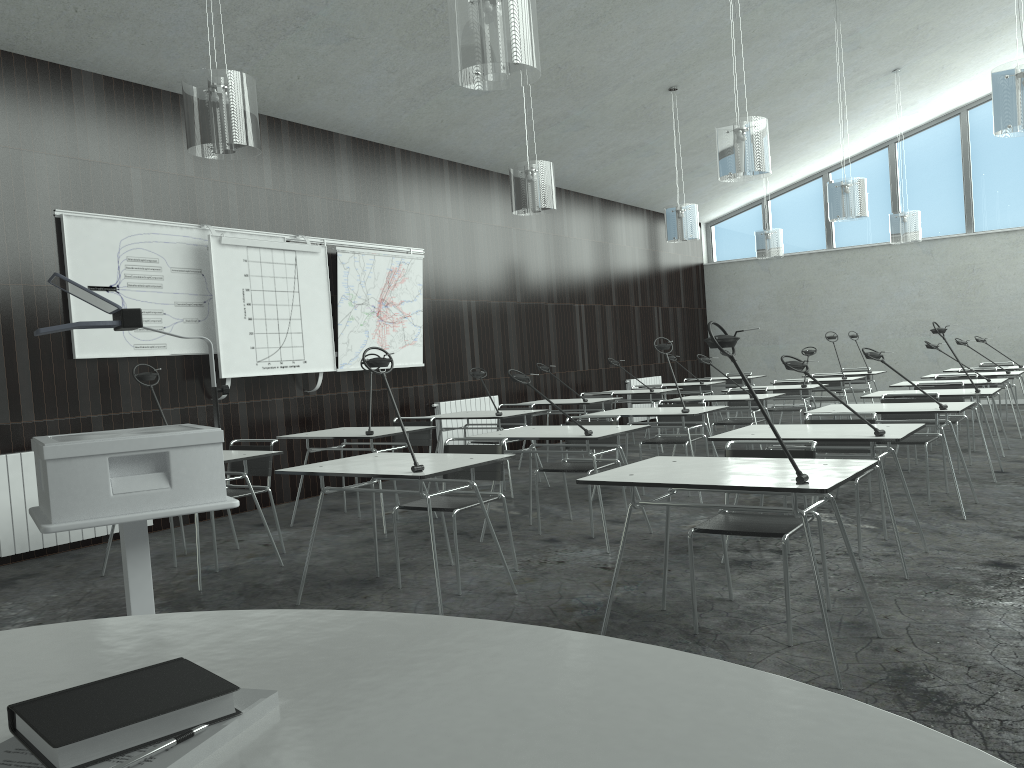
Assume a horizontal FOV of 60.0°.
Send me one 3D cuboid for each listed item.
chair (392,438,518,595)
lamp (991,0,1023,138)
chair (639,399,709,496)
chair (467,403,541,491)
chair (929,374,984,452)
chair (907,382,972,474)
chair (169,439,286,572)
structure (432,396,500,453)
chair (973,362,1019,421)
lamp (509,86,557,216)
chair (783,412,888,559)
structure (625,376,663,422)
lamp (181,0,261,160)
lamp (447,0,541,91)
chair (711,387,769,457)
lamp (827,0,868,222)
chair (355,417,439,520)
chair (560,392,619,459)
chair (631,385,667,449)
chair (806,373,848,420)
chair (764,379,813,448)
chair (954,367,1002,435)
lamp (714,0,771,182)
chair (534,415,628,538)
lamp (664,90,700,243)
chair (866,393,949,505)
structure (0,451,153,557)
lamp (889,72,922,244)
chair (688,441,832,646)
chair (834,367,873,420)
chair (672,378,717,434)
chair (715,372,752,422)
[{"bbox_3d":[-0.287,0.715,4.503,0.428,0.765,0.555,-3,2,31],"label":"chair"},{"bbox_3d":[2.872,-3.041,5.040,0.350,2.848,0.359,-2,2,34],"label":"lamp"},{"bbox_3d":[1.264,0.534,6.887,0.428,0.765,0.555,-3,2,29],"label":"chair"},{"bbox_3d":[-0.072,0.594,7.705,0.428,0.765,0.555,-2,2,36],"label":"chair"},{"bbox_3d":[4.191,0.293,8.397,0.428,0.765,0.555,-2,2,34],"label":"chair"},{"bbox_3d":[3.447,0.381,7.194,0.428,0.765,0.555,-2,2,34],"label":"chair"},{"bbox_3d":[-1.692,0.780,5.288,0.428,0.765,0.555,-3,2,32],"label":"chair"},{"bbox_3d":[-0.468,0.522,9.480,0.079,0.688,1.129,-2,2,34],"label":"structure"},{"bbox_3d":[5.899,0.099,10.850,0.428,0.765,0.555,-2,3,40],"label":"chair"},{"bbox_3d":[0.119,-2.380,6.931,0.350,1.761,0.359,-2,2,34],"label":"lamp"},{"bbox_3d":[1.712,0.577,4.730,0.428,0.765,0.555,-2,2,34],"label":"chair"},{"bbox_3d":[1.963,0.242,13.117,0.079,0.688,1.129,-2,2,34],"label":"structure"},{"bbox_3d":[-1.518,-2.191,4.482,0.350,1.761,0.359,-2,2,34],"label":"lamp"},{"bbox_3d":[-0.135,-2.523,3.532,0.350,2.307,0.359,-2,2,34],"label":"lamp"},{"bbox_3d":[2.108,0.437,8.137,0.428,0.765,0.555,-2,2,34],"label":"chair"},{"bbox_3d":[3.139,-2.901,8.431,0.350,2.307,0.359,-2,2,34],"label":"lamp"},{"bbox_3d":[-0.850,0.680,6.628,0.428,0.765,0.555,-3,2,32],"label":"chair"},{"bbox_3d":[0.782,0.493,9.039,0.428,0.765,0.555,-2,2,33],"label":"chair"},{"bbox_3d":[1.481,0.411,10.128,0.428,0.765,0.555,-3,2,30],"label":"chair"},{"bbox_3d":[3.711,0.255,10.464,0.428,0.765,0.555,-3,2,28],"label":"chair"},{"bbox_3d":[2.907,0.345,9.331,0.428,0.765,0.555,-3,2,30],"label":"chair"},{"bbox_3d":[5.010,0.200,9.561,0.428,0.765,0.555,-2,2,34],"label":"chair"},{"bbox_3d":[1.502,-2.712,5.981,0.350,2.307,0.359,-2,2,34],"label":"lamp"},{"bbox_3d":[0.438,0.630,5.619,0.428,0.765,0.555,-3,2,30],"label":"chair"},{"bbox_3d":[1.756,-2.569,9.381,0.350,1.761,0.359,-2,2,34],"label":"lamp"},{"bbox_3d":[2.670,0.471,6.017,0.428,0.765,0.555,-2,2,36],"label":"chair"},{"bbox_3d":[-2.899,0.803,5.843,0.079,0.688,1.129,-2,2,34],"label":"structure"},{"bbox_3d":[4.777,-3.089,10.880,0.350,2.307,0.359,-2,2,34],"label":"lamp"},{"bbox_3d":[0.982,0.665,3.535,0.428,0.765,0.555,-2,2,33],"label":"chair"},{"bbox_3d":[4.530,0.158,11.762,0.428,0.765,0.555,-3,2,32],"label":"chair"},{"bbox_3d":[2.323,0.314,11.379,0.428,0.765,0.555,-3,2,32],"label":"chair"},{"bbox_3d":[3.152,0.221,12.549,0.428,0.765,0.555,-2,2,34],"label":"chair"}]
